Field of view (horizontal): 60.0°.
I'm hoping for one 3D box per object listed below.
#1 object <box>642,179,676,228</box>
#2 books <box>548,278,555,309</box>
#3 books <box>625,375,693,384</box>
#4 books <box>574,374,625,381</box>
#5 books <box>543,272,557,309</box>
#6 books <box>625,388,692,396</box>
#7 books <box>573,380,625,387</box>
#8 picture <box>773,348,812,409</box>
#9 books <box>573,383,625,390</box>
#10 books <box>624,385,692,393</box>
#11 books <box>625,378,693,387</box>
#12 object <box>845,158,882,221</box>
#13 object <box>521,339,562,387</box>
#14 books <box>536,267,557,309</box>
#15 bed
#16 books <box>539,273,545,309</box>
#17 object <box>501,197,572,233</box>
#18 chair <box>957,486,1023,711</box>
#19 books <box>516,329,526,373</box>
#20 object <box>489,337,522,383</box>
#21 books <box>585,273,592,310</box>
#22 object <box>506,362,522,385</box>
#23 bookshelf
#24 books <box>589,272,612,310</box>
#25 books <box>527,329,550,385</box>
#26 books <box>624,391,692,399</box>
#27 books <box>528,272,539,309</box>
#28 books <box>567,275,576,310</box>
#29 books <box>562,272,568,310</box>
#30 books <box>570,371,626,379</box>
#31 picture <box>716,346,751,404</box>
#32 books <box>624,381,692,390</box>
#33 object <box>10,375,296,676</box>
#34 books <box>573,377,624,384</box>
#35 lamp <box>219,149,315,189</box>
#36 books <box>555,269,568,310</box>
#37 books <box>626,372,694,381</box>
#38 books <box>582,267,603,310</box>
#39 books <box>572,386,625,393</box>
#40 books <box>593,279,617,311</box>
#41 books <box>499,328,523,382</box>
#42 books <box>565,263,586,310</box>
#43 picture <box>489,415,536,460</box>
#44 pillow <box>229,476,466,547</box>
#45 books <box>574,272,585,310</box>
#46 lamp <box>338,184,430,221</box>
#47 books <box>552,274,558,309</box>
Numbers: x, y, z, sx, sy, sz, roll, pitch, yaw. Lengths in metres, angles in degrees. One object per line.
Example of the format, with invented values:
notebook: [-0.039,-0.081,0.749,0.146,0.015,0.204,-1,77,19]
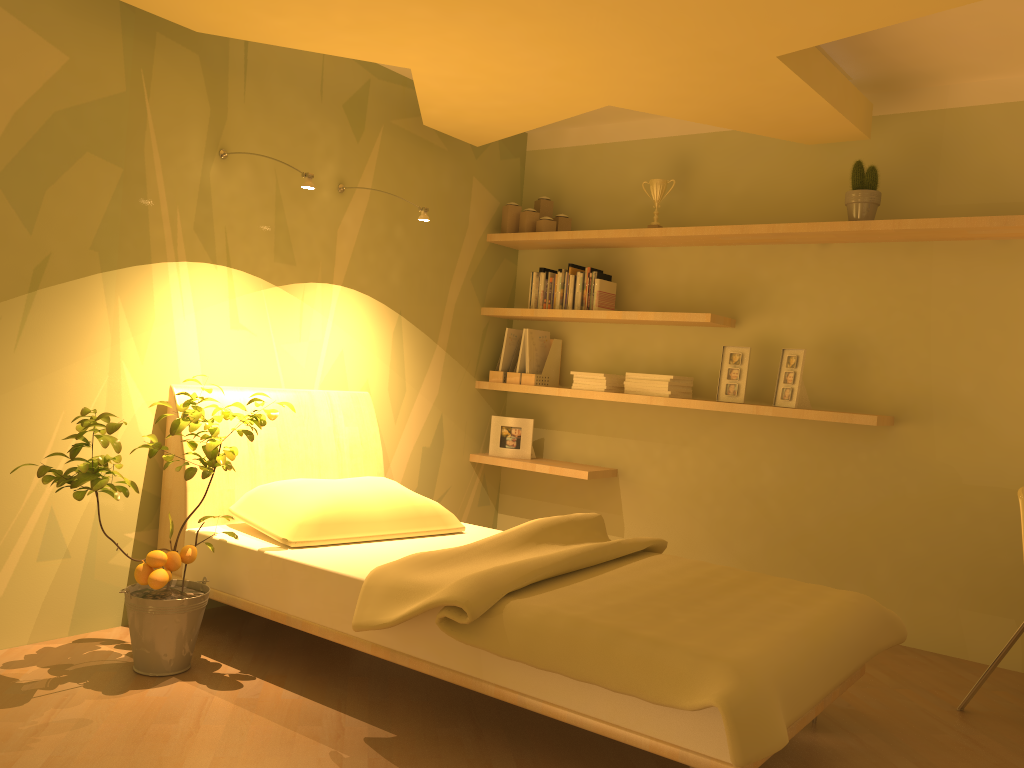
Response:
object: [0.719,-0.878,4.406,0.160,0.268,0.095,5,1,6]
books: [0.242,-0.469,4.711,0.021,0.172,0.157,5,1,36]
books: [0.723,-0.022,4.363,0.190,0.015,0.270,4,1,-44]
books: [0.469,-0.029,4.542,0.190,0.015,0.270,5,1,38]
books: [0.222,-0.486,4.726,0.032,0.203,0.157,5,1,36]
books: [0.717,0.038,4.350,0.270,0.015,0.190,5,1,43]
books: [0.467,0.001,4.540,0.190,0.015,0.270,5,1,37]
picture: [1.285,-0.022,3.958,0.171,0.264,0.134,4,1,-28]
books: [0.457,0.015,4.542,0.190,0.015,0.270,5,1,32]
books: [0.715,0.023,4.341,0.190,0.015,0.270,4,1,-42]
books: [0.719,-0.007,4.341,0.190,0.015,0.270,4,1,-41]
object: [1.502,-0.822,3.788,0.145,0.294,0.145,5,1,17]
object: [0.160,-0.118,4.753,0.087,0.259,0.236,5,1,36]
books: [0.185,-0.503,4.765,0.032,0.229,0.138,5,1,36]
bed: [-0.062,0.547,2.997,2.378,0.894,1.286,5,1,36]
books: [0.200,-0.486,4.742,0.022,0.198,0.157,5,1,36]
object: [0.134,-0.909,4.801,0.349,0.229,0.234,5,1,37]
chair: [1.924,0.757,2.960,0.531,0.785,0.546,4,1,-34]
books: [0.102,-0.144,4.794,0.048,0.297,0.214,5,1,36]
object: [-0.020,-0.134,4.882,0.087,0.259,0.236,5,1,30]
books: [0.432,-0.465,4.574,0.022,0.198,0.157,5,1,36]
object: [0.083,-0.125,4.809,0.087,0.259,0.236,5,1,36]
bookshelf: [0.957,-0.099,4.184,2.605,1.240,0.300,5,1,36]
books: [0.454,-0.466,4.559,0.032,0.203,0.157,5,1,36]
books: [0.146,-0.140,4.764,0.043,0.296,0.210,5,1,36]
books: [0.716,0.053,4.350,0.190,0.015,0.270,4,1,-44]
books: [0.149,-0.493,4.779,0.040,0.203,0.157,5,1,36]
books: [0.346,-0.466,4.626,0.032,0.184,0.173,5,1,36]
books: [0.316,-0.478,4.660,0.017,0.203,0.155,5,1,36]
books: [0.448,-0.046,4.540,0.190,0.015,0.270,5,1,33]
picture: [1.065,-0.042,4.169,0.134,0.264,0.171,5,1,35]
books: [0.713,0.007,4.346,0.190,0.015,0.270,4,1,-44]
object: [-1.115,0.440,2.769,0.372,0.944,0.828,5,1,29]
books: [0.464,-0.015,4.535,0.190,0.015,0.270,5,1,35]
lamp: [-0.912,-0.802,3.289,0.533,0.178,0.050,5,1,36]
books: [0.291,-0.487,4.671,0.038,0.217,0.166,5,1,36]
books: [0.723,-0.037,4.349,0.270,0.015,0.190,5,1,41]
books: [0.416,-0.482,4.597,0.032,0.229,0.138,5,1,36]
books: [0.456,0.030,4.542,0.190,0.015,0.270,5,1,35]
books: [0.471,-0.444,4.532,0.032,0.163,0.178,5,1,36]
books: [0.001,-0.153,4.869,0.048,0.297,0.214,5,1,30]
books: [0.332,-0.499,4.647,0.021,0.247,0.157,5,1,36]
picture: [0.006,0.290,4.834,0.247,0.219,0.131,5,1,13]
pillow: [-0.618,0.483,3.412,0.801,0.213,0.482,4,1,-44]
books: [0.381,-0.472,4.611,0.040,0.203,0.157,5,1,36]
lamp: [-0.551,-0.781,3.790,0.533,0.178,0.050,5,1,36]
books: [0.268,-0.477,4.700,0.032,0.193,0.146,5,1,36]
